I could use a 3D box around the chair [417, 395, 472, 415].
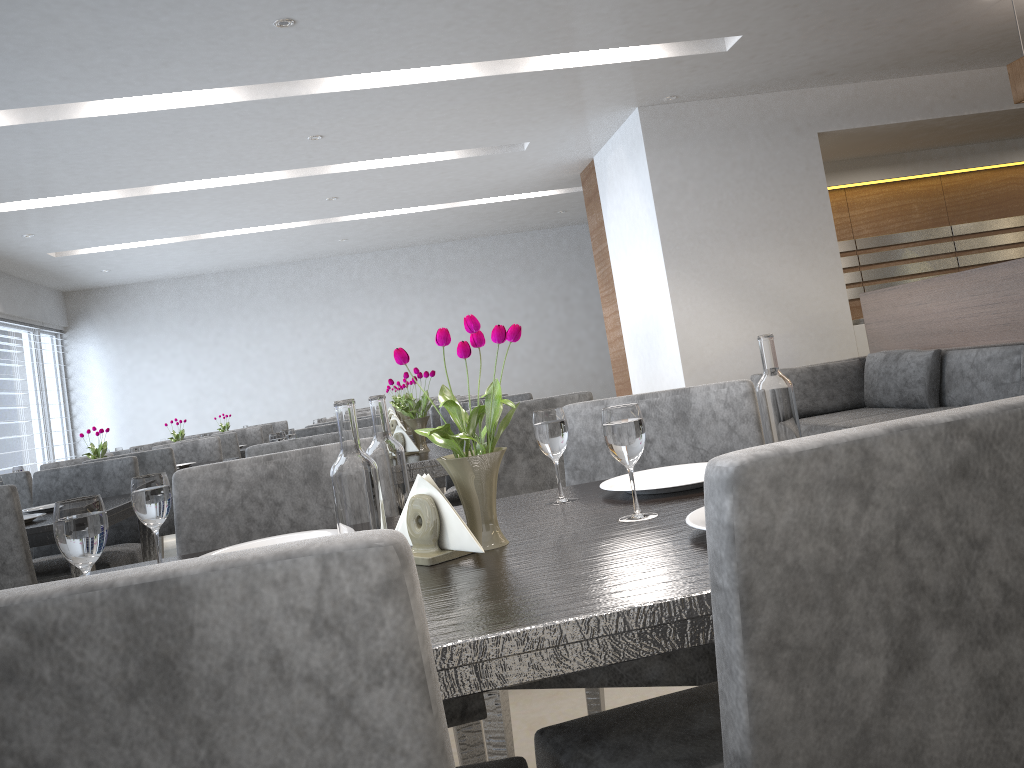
[{"bbox_3d":[-0.433,0.480,5.982,0.478,0.766,0.489,-8,-3,-14],"label":"chair"}]

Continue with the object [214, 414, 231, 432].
[{"bbox_3d":[-2.531,0.398,7.774,0.155,0.278,0.103,-8,-4,-11],"label":"object"}]

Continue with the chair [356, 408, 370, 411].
[{"bbox_3d":[-1.192,0.587,7.598,0.477,0.766,0.490,-9,-3,-4],"label":"chair"}]

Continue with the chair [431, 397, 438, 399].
[{"bbox_3d":[-0.685,0.506,7.737,0.478,0.766,0.489,-8,-3,-14],"label":"chair"}]

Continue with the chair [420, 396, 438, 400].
[{"bbox_3d":[-0.769,0.514,8.386,0.477,0.766,0.490,-9,-3,-4],"label":"chair"}]

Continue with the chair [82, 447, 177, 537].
[{"bbox_3d":[-1.675,0.690,4.062,0.478,0.766,0.489,-8,-3,-14],"label":"chair"}]

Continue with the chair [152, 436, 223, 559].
[{"bbox_3d":[-1.758,0.698,4.712,0.477,0.766,0.490,-9,-3,-4],"label":"chair"}]

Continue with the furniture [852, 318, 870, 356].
[{"bbox_3d":[5.278,-0.466,5.636,5.656,0.857,4.237,-9,0,-9],"label":"furniture"}]

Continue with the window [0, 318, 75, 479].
[{"bbox_3d":[-4.570,0.402,7.724,0.159,2.080,3.642,-8,-1,-8],"label":"window"}]

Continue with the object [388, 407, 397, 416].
[{"bbox_3d":[-1.095,0.260,7.987,0.070,0.100,0.201,-7,-2,-39],"label":"object"}]

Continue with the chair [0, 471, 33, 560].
[{"bbox_3d":[-2.182,0.771,3.924,0.477,0.766,0.490,-9,-3,-4],"label":"chair"}]

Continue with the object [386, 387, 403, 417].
[{"bbox_3d":[-1.047,0.162,8.008,0.155,0.278,0.103,-8,-4,-11],"label":"object"}]

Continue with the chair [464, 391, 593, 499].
[{"bbox_3d":[0.050,0.429,2.628,0.478,0.766,0.489,-8,-3,-14],"label":"chair"}]

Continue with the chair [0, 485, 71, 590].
[{"bbox_3d":[-1.435,0.665,2.394,0.478,0.766,0.489,-8,-3,-14],"label":"chair"}]

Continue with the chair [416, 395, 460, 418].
[{"bbox_3d":[-0.516,0.488,6.632,0.477,0.766,0.490,-9,-3,-4],"label":"chair"}]

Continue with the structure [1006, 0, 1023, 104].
[{"bbox_3d":[4.112,-2.072,3.937,2.450,0.621,2.431,-9,0,-9],"label":"structure"}]

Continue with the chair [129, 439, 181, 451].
[{"bbox_3d":[-2.535,0.808,6.322,0.478,0.766,0.489,-8,-3,-14],"label":"chair"}]

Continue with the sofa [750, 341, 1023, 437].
[{"bbox_3d":[2.142,0.161,3.546,0.837,0.630,3.781,-9,0,-8],"label":"sofa"}]

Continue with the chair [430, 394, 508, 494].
[{"bbox_3d":[-0.190,0.454,4.296,0.478,0.766,0.489,-8,-3,-14],"label":"chair"}]

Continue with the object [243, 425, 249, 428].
[{"bbox_3d":[-2.323,0.435,7.736,0.053,0.140,0.053,-12,-4,39],"label":"object"}]

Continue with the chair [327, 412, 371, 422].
[{"bbox_3d":[-0.808,0.547,4.870,0.478,0.766,0.489,-8,-3,-14],"label":"chair"}]

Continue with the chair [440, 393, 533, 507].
[{"bbox_3d":[-0.034,0.437,3.278,0.477,0.766,0.490,-9,-3,-4],"label":"chair"}]

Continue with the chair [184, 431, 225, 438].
[{"bbox_3d":[-2.787,0.835,8.076,0.478,0.766,0.489,-8,-3,-14],"label":"chair"}]

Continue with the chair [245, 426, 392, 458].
[{"bbox_3d":[-0.457,0.510,2.490,0.477,0.766,0.490,-9,-3,-4],"label":"chair"}]

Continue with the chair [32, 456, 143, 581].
[{"bbox_3d":[-1.518,0.673,3.044,0.477,0.766,0.490,-9,-3,-4],"label":"chair"}]

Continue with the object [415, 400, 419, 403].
[{"bbox_3d":[-0.668,0.184,6.422,0.053,0.140,0.053,-12,-4,39],"label":"object"}]

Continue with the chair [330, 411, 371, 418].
[{"bbox_3d":[-0.940,0.560,5.844,0.477,0.766,0.490,-9,-3,-4],"label":"chair"}]

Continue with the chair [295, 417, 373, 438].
[{"bbox_3d":[-0.568,0.522,3.202,0.478,0.766,0.489,-8,-3,-14],"label":"chair"}]

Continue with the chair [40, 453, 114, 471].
[{"bbox_3d":[-2.292,0.783,4.636,0.478,0.766,0.489,-8,-3,-14],"label":"chair"}]

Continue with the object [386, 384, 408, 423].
[{"bbox_3d":[-0.794,0.136,6.254,0.155,0.278,0.103,-8,-4,-11],"label":"object"}]

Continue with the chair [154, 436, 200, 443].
[{"bbox_3d":[-2.677,0.822,7.365,0.477,0.766,0.490,-9,-3,-4],"label":"chair"}]

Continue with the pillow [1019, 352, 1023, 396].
[{"bbox_3d":[2.284,-0.044,3.547,0.181,0.321,0.635,-8,-1,-8],"label":"pillow"}]

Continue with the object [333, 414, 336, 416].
[{"bbox_3d":[-1.192,0.270,6.045,0.053,0.140,0.053,-12,-4,39],"label":"object"}]

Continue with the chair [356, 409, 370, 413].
[{"bbox_3d":[-1.051,0.572,6.556,0.478,0.766,0.489,-8,-3,-14],"label":"chair"}]

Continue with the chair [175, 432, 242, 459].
[{"bbox_3d":[-1.917,0.715,5.748,0.478,0.766,0.489,-8,-3,-14],"label":"chair"}]

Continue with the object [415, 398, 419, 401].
[{"bbox_3d":[-0.843,0.200,7.969,0.053,0.140,0.053,-12,-4,39],"label":"object"}]

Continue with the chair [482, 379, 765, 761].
[{"bbox_3d":[0.246,0.407,1.452,0.475,0.766,0.492,-10,-3,21],"label":"chair"}]

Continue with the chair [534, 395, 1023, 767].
[{"bbox_3d":[0.313,0.401,0.797,0.478,0.766,0.489,-8,-3,-14],"label":"chair"}]

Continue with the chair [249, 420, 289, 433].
[{"bbox_3d":[-2.253,0.750,8.152,0.477,0.766,0.490,-9,-3,-4],"label":"chair"}]

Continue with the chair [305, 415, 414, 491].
[{"bbox_3d":[-0.697,0.535,4.158,0.477,0.766,0.490,-9,-3,-4],"label":"chair"}]

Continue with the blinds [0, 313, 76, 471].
[{"bbox_3d":[-4.473,0.359,7.751,0.045,2.051,3.634,-8,-1,-8],"label":"blinds"}]

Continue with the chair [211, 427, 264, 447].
[{"bbox_3d":[-2.001,0.723,6.398,0.477,0.766,0.490,-9,-3,-4],"label":"chair"}]

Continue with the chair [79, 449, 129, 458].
[{"bbox_3d":[-2.424,0.796,5.610,0.477,0.766,0.490,-9,-3,-4],"label":"chair"}]

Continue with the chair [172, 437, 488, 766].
[{"bbox_3d":[-0.315,0.496,1.372,0.478,0.766,0.489,-8,-3,-14],"label":"chair"}]

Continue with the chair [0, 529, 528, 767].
[{"bbox_3d":[-0.194,0.482,0.659,0.477,0.766,0.490,-9,-3,-4],"label":"chair"}]

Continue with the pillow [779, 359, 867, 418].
[{"bbox_3d":[1.812,0.025,5.133,0.560,0.307,0.187,-9,-3,-8],"label":"pillow"}]

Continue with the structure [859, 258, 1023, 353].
[{"bbox_3d":[2.622,-0.110,3.645,0.224,1.011,3.756,-8,0,-8],"label":"structure"}]

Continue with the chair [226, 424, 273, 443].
[{"bbox_3d":[-2.170,0.742,7.503,0.478,0.766,0.489,-8,-3,-14],"label":"chair"}]

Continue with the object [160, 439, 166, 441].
[{"bbox_3d":[-2.984,0.540,7.577,0.053,0.140,0.053,-12,-4,39],"label":"object"}]

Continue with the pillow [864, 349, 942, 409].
[{"bbox_3d":[2.103,-0.025,4.804,0.181,0.321,0.635,-9,-1,-8],"label":"pillow"}]

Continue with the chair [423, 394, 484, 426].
[{"bbox_3d":[-0.274,0.462,4.946,0.477,0.766,0.490,-9,-3,-4],"label":"chair"}]

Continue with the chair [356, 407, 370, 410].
[{"bbox_3d":[-1.303,0.599,8.310,0.478,0.766,0.489,-8,-3,-14],"label":"chair"}]

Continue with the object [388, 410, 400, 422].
[{"bbox_3d":[-0.843,0.233,6.233,0.070,0.100,0.201,-7,-2,-39],"label":"object"}]

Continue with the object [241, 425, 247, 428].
[{"bbox_3d":[-2.404,0.446,7.965,0.053,0.140,0.053,-12,-4,39],"label":"object"}]
